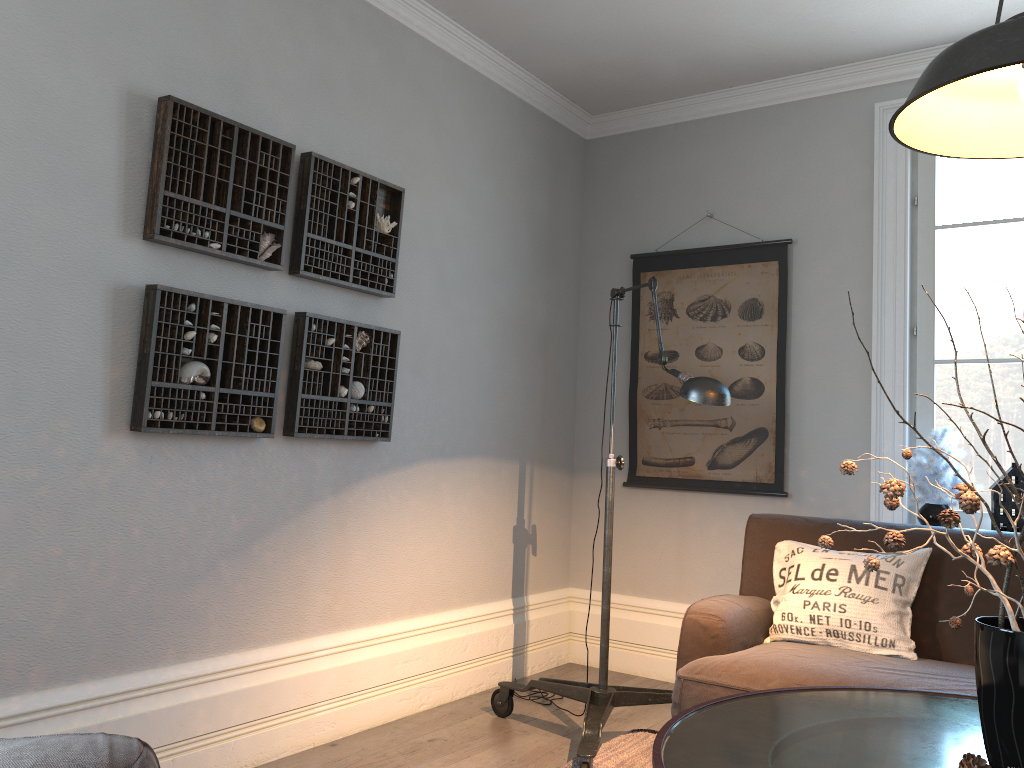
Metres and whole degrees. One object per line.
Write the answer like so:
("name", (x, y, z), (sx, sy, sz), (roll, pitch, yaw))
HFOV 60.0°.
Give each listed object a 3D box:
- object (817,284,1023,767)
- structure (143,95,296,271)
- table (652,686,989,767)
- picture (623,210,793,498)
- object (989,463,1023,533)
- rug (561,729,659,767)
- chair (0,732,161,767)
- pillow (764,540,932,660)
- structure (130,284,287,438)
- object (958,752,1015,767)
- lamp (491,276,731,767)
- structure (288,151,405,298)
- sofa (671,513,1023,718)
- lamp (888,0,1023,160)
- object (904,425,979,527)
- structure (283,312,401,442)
("object", (0.968, 0.150, 1.429), (0.853, 1.066, 0.525), (2, -5, 5))
("structure", (-0.886, -0.594, 2.712), (0.099, 0.416, 0.467), (-1, -6, 35))
("table", (0.884, 0.934, 1.478), (1.300, 0.503, 1.299), (0, -5, 28))
("picture", (0.897, -0.160, 4.113), (0.793, 1.314, 0.057), (-1, -6, 35))
("object", (1.874, 0.437, 3.314), (0.155, 0.285, 0.155), (0, -5, 25))
("rug", (0.920, 1.131, 1.475), (2.818, 0.090, 2.399), (-1, -5, 35))
("chair", (-0.743, 0.665, 0.966), (0.970, 0.796, 0.807), (4, -5, -14))
("pillow", (1.111, 0.716, 2.976), (0.519, 0.369, 0.240), (-1, -6, 35))
("structure", (-0.894, -0.053, 2.665), (0.086, 0.416, 0.467), (-1, -6, 35))
("object", (0.857, 0.651, 1.417), (0.153, 0.067, 0.404), (6, -5, -38))
("lamp", (0.402, 0.483, 3.402), (0.797, 1.645, 1.863), (4, -5, -18))
("structure", (-0.563, -0.549, 3.138), (0.105, 0.416, 0.468), (-1, -6, 34))
("sofa", (1.592, 0.869, 2.496), (2.165, 0.825, 0.968), (0, -5, 35))
("lamp", (0.973, -1.020, 1.635), (0.504, 1.076, 0.503), (3, -5, -8))
("object", (1.649, 0.367, 3.468), (0.247, 0.424, 0.262), (4, -5, -20))
("structure", (-0.583, -0.013, 3.116), (0.086, 0.416, 0.467), (-1, -6, 35))
